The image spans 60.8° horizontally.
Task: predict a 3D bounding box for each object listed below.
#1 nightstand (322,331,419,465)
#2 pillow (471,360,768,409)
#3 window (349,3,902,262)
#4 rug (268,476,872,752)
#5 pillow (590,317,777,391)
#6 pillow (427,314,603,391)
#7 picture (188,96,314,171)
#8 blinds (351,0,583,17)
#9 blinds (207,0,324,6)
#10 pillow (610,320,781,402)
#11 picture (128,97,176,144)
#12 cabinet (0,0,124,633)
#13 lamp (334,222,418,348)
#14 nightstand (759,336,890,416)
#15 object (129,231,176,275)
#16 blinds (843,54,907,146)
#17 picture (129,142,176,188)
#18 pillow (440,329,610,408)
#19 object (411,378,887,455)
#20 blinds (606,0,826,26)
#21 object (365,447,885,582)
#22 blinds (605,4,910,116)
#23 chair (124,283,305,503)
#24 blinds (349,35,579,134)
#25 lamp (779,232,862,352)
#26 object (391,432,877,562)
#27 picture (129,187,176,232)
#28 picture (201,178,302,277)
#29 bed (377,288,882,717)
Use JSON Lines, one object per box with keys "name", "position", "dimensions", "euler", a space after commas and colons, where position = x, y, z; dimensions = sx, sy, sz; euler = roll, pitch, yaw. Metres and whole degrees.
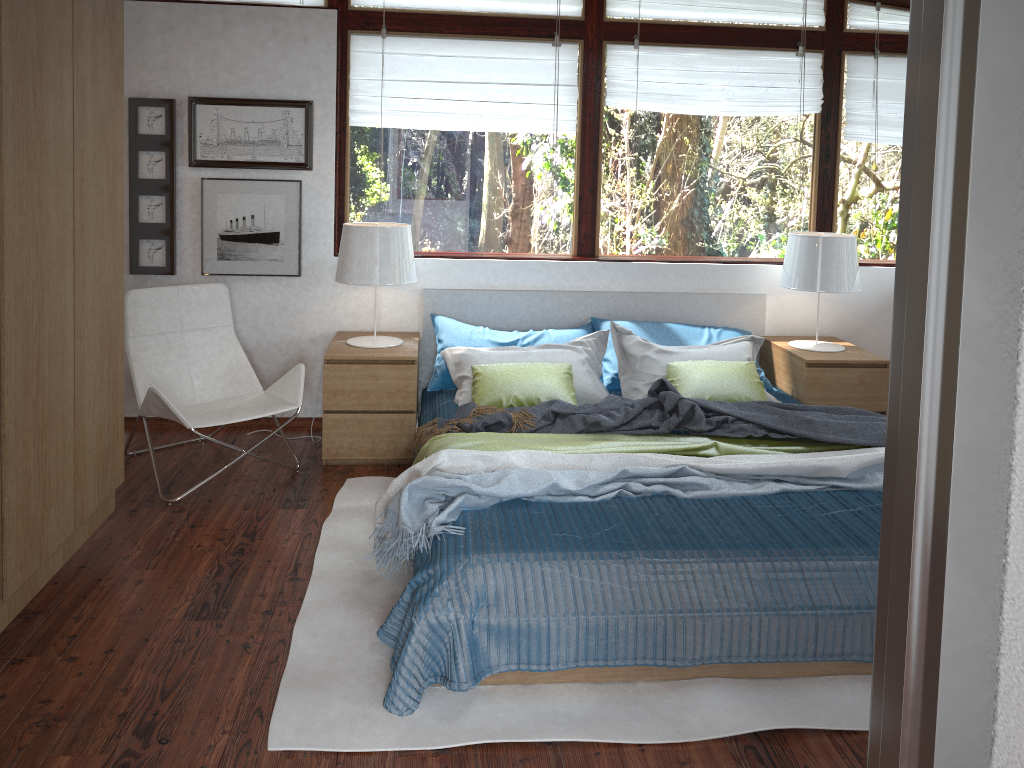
{"name": "nightstand", "position": [-0.684, 0.065, 4.324], "dimensions": [0.428, 0.531, 0.624], "euler": [1, 10, -5]}
{"name": "pillow", "position": [0.500, 0.007, 4.018], "dimensions": [1.377, 0.216, 0.319], "euler": [0, 11, -6]}
{"name": "window", "position": [0.899, -0.607, 0.706], "dimensions": [5.264, 1.894, 8.524], "euler": [0, 13, -5]}
{"name": "rug", "position": [0.667, 0.650, 3.057], "dimensions": [2.710, 0.048, 1.849], "euler": [0, 14, -6]}
{"name": "pillow", "position": [0.879, -0.160, 4.557], "dimensions": [0.920, 0.313, 0.375], "euler": [0, 10, -8]}
{"name": "pillow", "position": [0.020, -0.170, 4.477], "dimensions": [0.911, 0.324, 0.355], "euler": [0, 9, -7]}
{"name": "picture", "position": [-1.340, -1.285, 4.480], "dimensions": [0.625, 0.358, 0.042], "euler": [1, 4, -5]}
{"name": "blinds", "position": [-0.228, -2.199, 4.658], "dimensions": [1.240, 0.417, 0.032], "euler": [0, 4, -5]}
{"name": "blinds", "position": [-1.489, -2.270, 4.537], "dimensions": [1.030, 0.556, 0.032], "euler": [1, 4, -5]}
{"name": "pillow", "position": [0.906, -0.090, 4.237], "dimensions": [0.852, 0.385, 0.368], "euler": [-1, 9, -11]}
{"name": "picture", "position": [-1.823, -1.334, 4.422], "dimensions": [0.222, 0.222, 0.041], "euler": [1, 4, -5]}
{"name": "cabinet", "position": [-1.564, -0.457, 1.972], "dimensions": [0.583, 2.364, 2.252], "euler": [1, 9, -6]}
{"name": "lamp", "position": [-0.671, -0.496, 4.306], "dimensions": [0.405, 0.579, 0.414], "euler": [1, 7, -8]}
{"name": "nightstand", "position": [1.596, 0.077, 4.536], "dimensions": [0.428, 0.531, 0.624], "euler": [1, 10, -5]}
{"name": "object", "position": [-1.843, -0.673, 4.477], "dimensions": [0.222, 0.222, 0.041], "euler": [1, 4, -5]}
{"name": "blinds", "position": [2.457, -1.588, 4.937], "dimensions": [1.177, 0.500, 0.054], "euler": [0, 4, -5]}
{"name": "picture", "position": [-1.830, -1.113, 4.440], "dimensions": [0.222, 0.222, 0.041], "euler": [1, 4, -5]}
{"name": "pillow", "position": [0.093, -0.059, 4.176], "dimensions": [0.872, 0.353, 0.484], "euler": [-1, 11, -10]}
{"name": "object", "position": [0.629, 0.205, 3.540], "dimensions": [2.125, 0.400, 0.644], "euler": [2, 11, 4]}
{"name": "blinds", "position": [1.132, -2.127, 4.789], "dimensions": [1.240, 0.272, 0.032], "euler": [0, 4, -5]}
{"name": "object", "position": [0.592, 0.445, 2.963], "dimensions": [2.154, 0.370, 0.550], "euler": [-1, 11, -10]}
{"name": "blinds", "position": [1.793, -1.803, 4.861], "dimensions": [2.560, 0.647, 0.055], "euler": [0, 4, -5]}
{"name": "chair", "position": [-1.372, -0.010, 3.919], "dimensions": [0.704, 0.785, 0.810], "euler": [-7, 12, -44]}
{"name": "blinds", "position": [-0.247, -1.607, 4.686], "dimensions": [1.234, 0.489, 0.055], "euler": [0, 4, -5]}
{"name": "lamp", "position": [1.591, -0.484, 4.516], "dimensions": [0.406, 0.579, 0.414], "euler": [0, 7, -14]}
{"name": "object", "position": [0.591, 0.410, 3.330], "dimensions": [2.104, 0.440, 0.503], "euler": [-1, 10, -9]}
{"name": "picture", "position": [-1.837, -0.893, 4.459], "dimensions": [0.222, 0.222, 0.041], "euler": [1, 4, -5]}
{"name": "picture", "position": [-1.346, -0.808, 4.510], "dimensions": [0.504, 0.498, 0.043], "euler": [1, 4, -5]}
{"name": "bed", "position": [0.620, 0.187, 3.515], "dimensions": [2.137, 0.754, 2.644], "euler": [1, 13, -4]}
